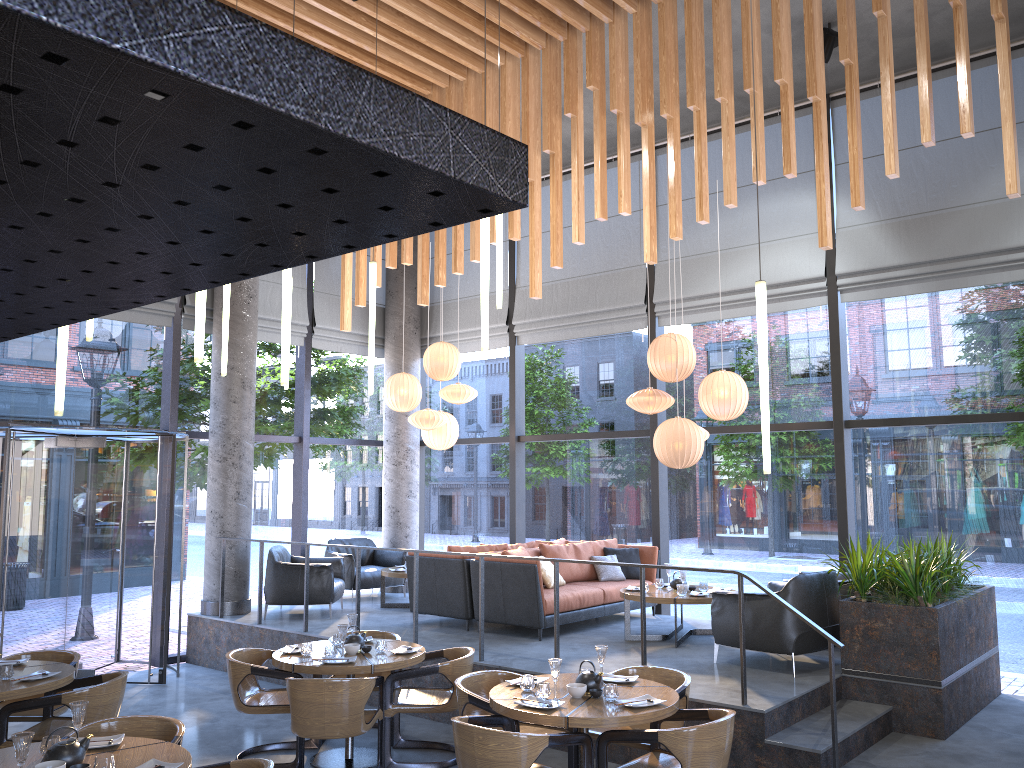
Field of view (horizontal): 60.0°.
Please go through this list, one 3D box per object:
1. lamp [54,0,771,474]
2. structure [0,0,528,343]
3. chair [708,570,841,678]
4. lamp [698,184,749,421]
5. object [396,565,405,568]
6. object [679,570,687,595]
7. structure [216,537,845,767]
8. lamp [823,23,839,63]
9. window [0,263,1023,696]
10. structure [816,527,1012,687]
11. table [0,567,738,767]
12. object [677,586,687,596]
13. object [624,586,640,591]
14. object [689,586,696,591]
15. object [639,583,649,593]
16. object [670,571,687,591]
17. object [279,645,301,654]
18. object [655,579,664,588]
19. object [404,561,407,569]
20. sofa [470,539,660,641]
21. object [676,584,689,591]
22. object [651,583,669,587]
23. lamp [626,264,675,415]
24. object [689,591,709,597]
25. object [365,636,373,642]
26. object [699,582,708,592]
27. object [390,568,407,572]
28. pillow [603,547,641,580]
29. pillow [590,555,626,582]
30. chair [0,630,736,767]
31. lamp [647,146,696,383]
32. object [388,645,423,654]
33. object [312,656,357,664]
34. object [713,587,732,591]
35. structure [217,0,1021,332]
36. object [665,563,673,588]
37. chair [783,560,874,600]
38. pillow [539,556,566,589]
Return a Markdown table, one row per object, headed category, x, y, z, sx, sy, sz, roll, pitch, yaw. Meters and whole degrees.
| category | x | y | z | sx | sy | sz | roll | pitch | yaw |
| --- | --- | --- | --- | --- | --- | --- | --- | --- | --- |
| lamp | -1.181 | -4.924 | 2.187 | 8.975 | 10.231 | 8.774 | -5 | -8 | 38 |
| structure | -4.873 | -0.700 | 2.007 | 8.600 | 2.382 | 4.958 | -5 | -8 | 39 |
| chair | 2.158 | 1.855 | 7.111 | 1.030 | 0.743 | 0.833 | 6 | -9 | -43 |
| lamp | 0.857 | -1.544 | 5.575 | 0.468 | 3.124 | 6.999 | -3 | -7 | 21 |
| object | -1.293 | 2.205 | 10.717 | 0.170 | 0.025 | 0.294 | -4 | -7 | 30 |
| object | 1.549 | 1.789 | 8.023 | 0.082 | 0.227 | 0.082 | 1 | -7 | -7 |
| structure | -1.565 | 0.082 | 2.672 | 11.718 | 4.117 | 9.054 | -5 | -8 | 39 |
| lamp | 2.704 | -2.916 | 7.657 | 0.273 | 0.367 | 0.300 | 4 | -8 | -31 |
| window | -0.834 | -0.548 | 3.940 | 12.739 | 5.897 | 12.900 | -5 | -8 | 39 |
| structure | -2.444 | 1.848 | 5.999 | 15.715 | 1.608 | 4.306 | 1 | -7 | -12 |
| table | 0.793 | 2.070 | 5.186 | 10.659 | 0.968 | 6.876 | -6 | -8 | 40 |
| object | 1.519 | 1.851 | 7.935 | 0.086 | 0.086 | 0.086 | -6 | -9 | 43 |
| object | 1.154 | 1.930 | 8.352 | 0.170 | 0.025 | 0.294 | -3 | -7 | 20 |
| object | 1.677 | 1.910 | 8.258 | 0.080 | 0.042 | 0.080 | -3 | -7 | 25 |
| object | 1.220 | 1.879 | 8.181 | 0.086 | 0.086 | 0.086 | -6 | -9 | 43 |
| object | 1.569 | 1.852 | 8.359 | 0.163 | 0.179 | 0.168 | -1 | -7 | 5 |
| object | -1.587 | 1.934 | 6.438 | 0.170 | 0.025 | 0.294 | 0 | -6 | -2 |
| object | 1.418 | 1.918 | 8.526 | 0.086 | 0.086 | 0.086 | 1 | -7 | -13 |
| object | -1.235 | 2.153 | 10.541 | 0.086 | 0.086 | 0.086 | -4 | -8 | 32 |
| sofa | 0.611 | 2.056 | 9.145 | 0.864 | 0.811 | 2.226 | -5 | -8 | 39 |
| object | 1.581 | 1.892 | 8.205 | 0.116 | 0.065 | 0.116 | 2 | -7 | -20 |
| object | 1.506 | 1.968 | 8.690 | 0.294 | 0.025 | 0.170 | 2 | -7 | -15 |
| lamp | 1.348 | -0.832 | 8.783 | 0.467 | 2.271 | 0.467 | 0 | -6 | 3 |
| object | 1.671 | 1.881 | 7.926 | 0.170 | 0.025 | 0.294 | -3 | -7 | 20 |
| object | -1.222 | 1.980 | 6.845 | 0.294 | 0.025 | 0.170 | 2 | -7 | -15 |
| object | 1.782 | 1.886 | 8.251 | 0.086 | 0.086 | 0.086 | -6 | -9 | 43 |
| object | -1.299 | 2.149 | 10.231 | 0.170 | 0.025 | 0.294 | 3 | -7 | -25 |
| pillow | 1.211 | 1.960 | 9.685 | 0.418 | 0.345 | 0.242 | 1 | -7 | -10 |
| pillow | 1.023 | 1.968 | 9.471 | 0.332 | 0.263 | 0.203 | 4 | -7 | -30 |
| chair | 0.330 | 1.991 | 3.549 | 9.749 | 0.759 | 4.352 | -6 | -9 | 41 |
| lamp | 1.539 | -1.195 | 8.680 | 0.465 | 2.374 | 0.465 | 3 | -7 | -27 |
| object | -0.783 | 1.929 | 6.409 | 0.170 | 0.025 | 0.294 | -3 | -7 | 20 |
| object | -1.219 | 1.891 | 6.062 | 0.294 | 0.025 | 0.170 | 0 | -6 | -2 |
| object | 1.945 | 1.917 | 8.255 | 0.170 | 0.025 | 0.294 | -3 | -7 | 20 |
| structure | -1.299 | -0.726 | 2.404 | 10.399 | 5.894 | 10.127 | -5 | -8 | 39 |
| object | 1.517 | 1.851 | 8.569 | 0.082 | 0.227 | 0.082 | -3 | -7 | 21 |
| chair | 2.911 | 1.957 | 8.018 | 0.833 | 0.743 | 1.030 | -3 | -7 | 25 |
| pillow | 0.345 | 1.875 | 8.878 | 0.289 | 0.311 | 0.393 | -3 | -7 | 20 |
